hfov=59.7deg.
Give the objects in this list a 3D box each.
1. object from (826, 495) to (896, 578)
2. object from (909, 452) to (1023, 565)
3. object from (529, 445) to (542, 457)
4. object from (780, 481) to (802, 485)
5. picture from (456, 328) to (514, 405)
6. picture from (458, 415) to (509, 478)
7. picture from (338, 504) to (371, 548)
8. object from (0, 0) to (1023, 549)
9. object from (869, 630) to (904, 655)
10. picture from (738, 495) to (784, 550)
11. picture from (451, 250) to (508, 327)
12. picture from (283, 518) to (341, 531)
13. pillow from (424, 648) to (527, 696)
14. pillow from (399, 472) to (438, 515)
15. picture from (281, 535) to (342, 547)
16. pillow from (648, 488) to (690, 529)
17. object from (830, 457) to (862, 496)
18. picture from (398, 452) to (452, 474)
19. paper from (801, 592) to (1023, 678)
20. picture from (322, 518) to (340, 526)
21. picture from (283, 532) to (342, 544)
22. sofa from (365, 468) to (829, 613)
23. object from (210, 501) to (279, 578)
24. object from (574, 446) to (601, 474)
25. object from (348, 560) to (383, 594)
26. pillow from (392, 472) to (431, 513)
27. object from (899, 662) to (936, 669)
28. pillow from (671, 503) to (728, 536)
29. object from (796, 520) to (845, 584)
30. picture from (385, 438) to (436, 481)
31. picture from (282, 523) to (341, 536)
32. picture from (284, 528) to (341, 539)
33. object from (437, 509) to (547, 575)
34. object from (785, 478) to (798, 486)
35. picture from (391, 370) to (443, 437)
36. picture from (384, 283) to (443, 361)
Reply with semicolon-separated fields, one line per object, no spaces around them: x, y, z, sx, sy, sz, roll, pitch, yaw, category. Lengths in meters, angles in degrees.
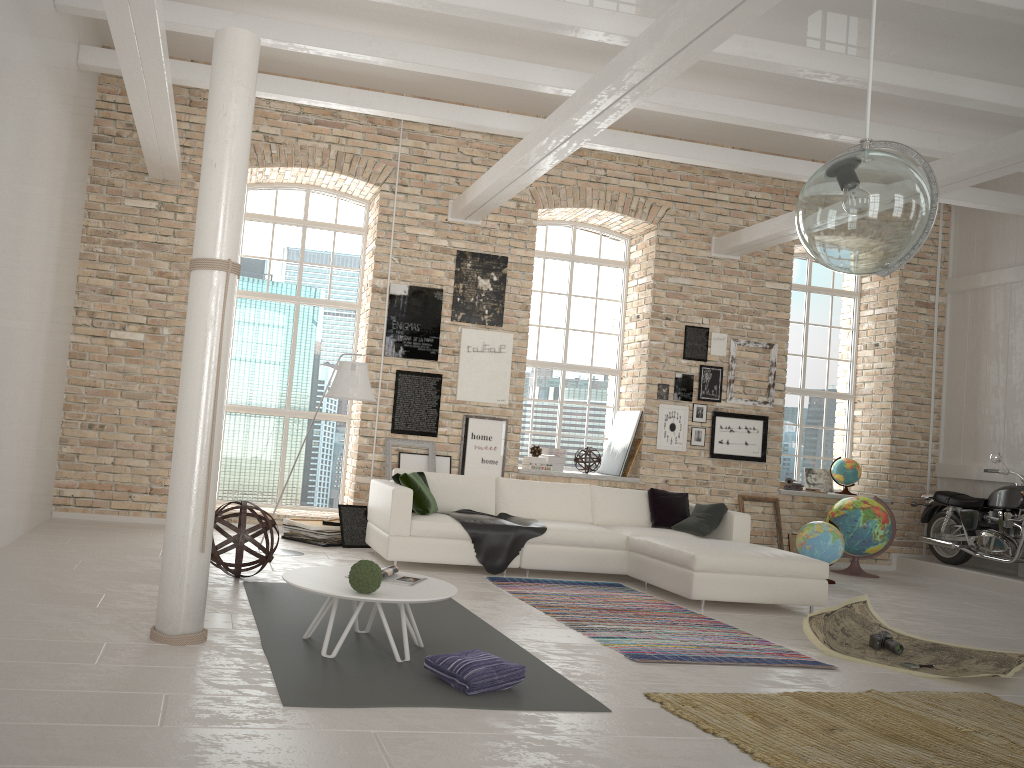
3.844;1.683;9.896;0.612;0.923;0.699;7;-4;-40;object
5.159;1.362;9.460;0.781;1.328;2.259;6;-4;-22;object
0.267;0.751;9.985;0.147;0.137;0.139;4;-4;12;object
3.310;1.183;10.639;0.207;0.021;0.164;6;-4;-14;object
-0.294;-0.189;9.693;0.574;0.784;0.037;5;-3;-11;picture
-0.312;0.731;9.652;0.505;0.756;0.012;5;-3;-11;picture
-1.507;1.371;8.560;0.310;0.404;0.204;7;-4;-36;picture
2.080;-0.748;5.054;9.841;4.796;12.224;6;-4;-15;object
2.402;1.647;5.697;0.144;0.124;0.174;6;-4;-15;object
2.842;1.665;10.148;0.492;0.747;0.228;5;-3;-12;picture
-0.354;-1.040;9.737;0.573;0.783;0.037;5;-3;-11;picture
-1.779;1.383;8.804;0.733;0.048;0.626;8;-5;-37;picture
-0.174;1.327;4.095;0.331;0.164;0.378;8;-5;-39;pillow
-0.809;0.945;7.726;0.313;0.343;0.405;4;-4;9;pillow
-1.795;1.534;8.803;0.627;0.048;0.734;2;-5;35;picture
1.514;1.207;8.534;0.415;0.390;0.249;6;-4;-13;pillow
4.065;1.119;10.844;0.324;0.465;0.336;5;-4;-10;object
-0.929;1.027;9.448;0.560;0.568;0.151;5;-3;-12;picture
2.630;1.595;5.653;1.134;0.265;1.368;2;-5;40;paper
-1.679;1.373;8.852;0.299;0.048;0.374;4;-4;12;picture
-1.811;1.497;8.837;0.617;0.048;0.745;4;-4;21;picture
0.557;1.298;7.604;3.190;0.841;2.235;6;-4;-13;sofa
-1.929;1.103;6.339;0.503;0.542;0.581;8;-5;-39;object
0.850;0.857;10.044;0.291;0.307;0.321;6;-4;-24;object
-0.703;0.927;4.284;0.150;0.164;0.175;8;-5;-39;object
-0.873;0.973;8.006;0.333;0.365;0.386;3;-4;31;pillow
2.424;1.672;5.287;0.219;0.019;0.100;6;-4;-17;object
1.715;1.217;8.139;0.325;0.305;0.437;6;-4;-26;pillow
3.106;1.685;9.005;0.473;0.631;0.423;3;-4;26;object
-1.063;0.880;9.357;0.530;0.582;0.291;6;-4;-13;picture
-1.792;1.421;8.829;0.626;0.048;0.734;3;-4;33;picture
-1.768;1.462;8.827;0.628;0.048;0.731;1;-5;45;picture
-0.223;1.374;7.808;0.866;0.464;0.802;6;-4;-16;object
3.340;1.170;10.664;0.100;0.090;0.452;3;-4;25;object
-1.022;0.211;9.550;0.497;0.680;0.066;5;-3;-11;picture
-1.051;-0.662;9.566;0.575;0.785;0.037;5;-3;-11;picture
